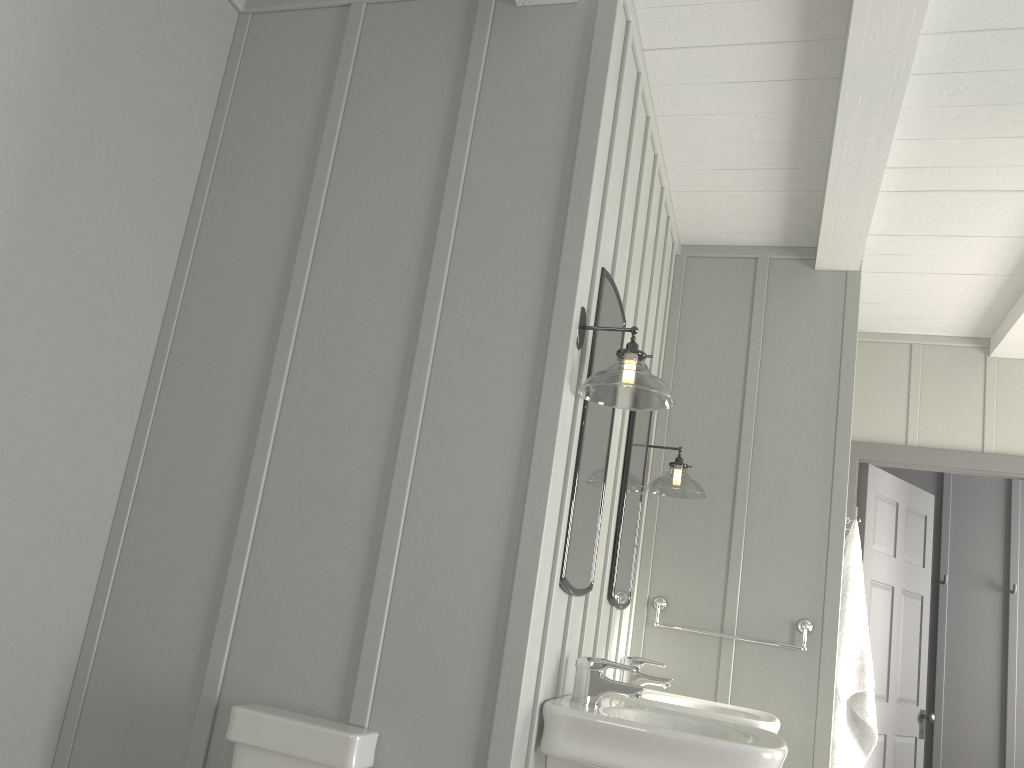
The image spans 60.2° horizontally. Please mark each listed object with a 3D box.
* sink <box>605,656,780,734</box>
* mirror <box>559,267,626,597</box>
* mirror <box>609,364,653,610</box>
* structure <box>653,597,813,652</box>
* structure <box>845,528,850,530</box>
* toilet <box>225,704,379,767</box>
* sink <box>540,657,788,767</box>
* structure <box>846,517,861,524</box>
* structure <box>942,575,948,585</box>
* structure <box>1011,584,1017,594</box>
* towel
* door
[{"bbox_3d":[0.540,1.440,2.871,0.579,1.007,0.560,5,-14,18],"label":"sink"},{"bbox_3d":[0.234,0.143,2.456,0.015,0.879,0.417,5,-14,17],"label":"mirror"},{"bbox_3d":[0.442,0.370,3.199,0.015,0.879,0.417,5,-14,17],"label":"mirror"},{"bbox_3d":[0.849,0.933,3.446,0.616,0.122,0.054,4,-14,20],"label":"structure"},{"bbox_3d":[1.436,0.626,3.816,0.081,0.056,0.055,5,-14,19],"label":"structure"},{"bbox_3d":[-0.576,1.080,1.742,0.339,0.782,0.516,5,-14,18],"label":"toilet"},{"bbox_3d":[0.334,1.215,2.133,0.579,1.007,0.560,5,-14,18],"label":"sink"},{"bbox_3d":[1.372,0.555,3.586,0.081,0.056,0.055,5,-14,19],"label":"structure"},{"bbox_3d":[2.593,1.179,5.307,0.020,0.051,0.133,5,-15,17],"label":"structure"},{"bbox_3d":[2.938,1.208,5.189,0.020,0.051,0.133,5,-15,17],"label":"structure"},{"bbox_3d":[1.341,1.134,3.440,0.165,1.197,0.312,3,-14,23],"label":"towel"},{"bbox_3d":[0.875,0.489,1.335,4.354,2.183,7.656,5,-15,18],"label":"door"}]
